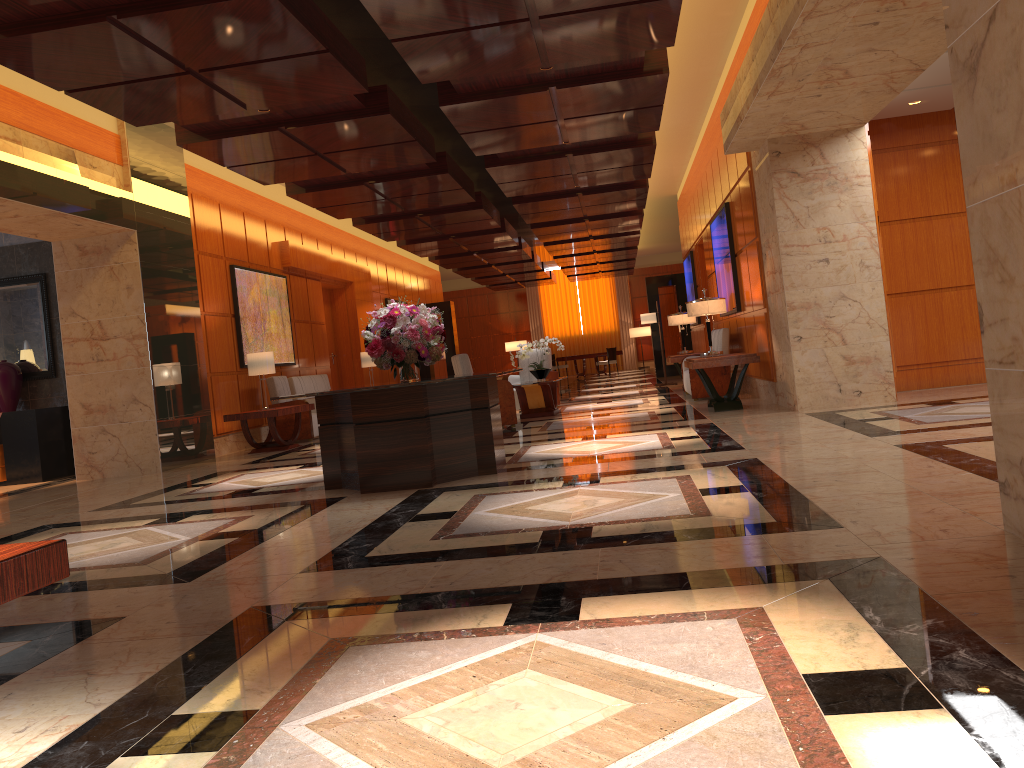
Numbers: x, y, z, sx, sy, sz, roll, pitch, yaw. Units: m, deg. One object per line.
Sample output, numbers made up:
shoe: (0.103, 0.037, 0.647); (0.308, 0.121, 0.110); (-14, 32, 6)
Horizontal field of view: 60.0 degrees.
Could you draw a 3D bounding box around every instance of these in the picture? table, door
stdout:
table: (-0.755, 0.349, 6.841); (1.599, 0.745, 1.601); (-6, 1, 7)
table: (2.422, -0.019, 10.218); (0.725, 0.607, 1.271); (-6, 1, 7)
table: (2.933, -0.187, 14.409); (0.725, 0.607, 1.271); (-6, 1, 7)
door: (-3.476, -0.578, 17.066); (0.340, 2.652, 1.500); (-6, 0, 7)
table: (0.364, 0.207, 12.473); (0.722, 0.496, 1.561); (-6, 1, 10)
table: (-3.107, 0.591, 11.516); (0.724, 0.534, 1.168); (-6, 1, 10)
door: (3.772, -1.356, 16.201); (0.340, 2.652, 1.538); (-6, 0, 7)
table: (-1.571, 0.682, 1.662); (1.167, 0.534, 0.725); (-6, 1, 7)
table: (2.572, -0.616, 29.028); (2.110, 0.742, 0.782); (-7, 1, -22)

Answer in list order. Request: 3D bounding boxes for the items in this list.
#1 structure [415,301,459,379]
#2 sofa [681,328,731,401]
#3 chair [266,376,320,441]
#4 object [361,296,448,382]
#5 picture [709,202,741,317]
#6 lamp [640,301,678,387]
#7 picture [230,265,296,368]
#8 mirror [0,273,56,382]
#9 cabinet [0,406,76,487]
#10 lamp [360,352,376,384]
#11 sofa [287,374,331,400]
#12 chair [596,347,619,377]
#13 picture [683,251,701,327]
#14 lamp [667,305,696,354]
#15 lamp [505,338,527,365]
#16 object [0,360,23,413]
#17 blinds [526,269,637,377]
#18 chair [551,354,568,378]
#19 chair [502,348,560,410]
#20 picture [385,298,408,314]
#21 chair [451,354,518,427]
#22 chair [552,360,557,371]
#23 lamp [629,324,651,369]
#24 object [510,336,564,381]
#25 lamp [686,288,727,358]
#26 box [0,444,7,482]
structure: (-1.888, -0.827, 22.769); (0.985, 2.499, 0.500); (-6, -1, 7)
sofa: (2.773, -0.298, 12.707); (0.612, 0.932, 1.800); (-6, 1, 8)
chair: (-3.089, 0.337, 12.708); (0.628, 0.961, 0.738); (-6, 0, 6)
object: (-0.831, -0.350, 6.869); (0.650, 0.658, 0.680); (-6, 0, -2)
picture: (3.032, -1.716, 12.667); (0.056, 1.452, 1.998); (-6, 1, 7)
lamp: (2.827, -0.780, 17.229); (0.527, 1.661, 0.359); (-6, -1, -3)
picture: (-3.731, -0.987, 13.393); (0.056, 1.452, 1.998); (-6, 1, 7)
mirror: (-6.707, -0.647, 11.309); (1.766, 1.339, 0.029); (-6, -1, 7)
cabinet: (-6.589, 0.827, 10.925); (2.189, 0.868, 0.784); (-6, 0, 7)
lamp: (0.888, -0.478, 11.107); (0.335, 0.735, 12.972); (-6, 1, -34)
sofa: (-3.004, 0.297, 14.326); (0.612, 0.932, 1.800); (-6, 1, 8)
chair: (3.058, -0.708, 28.140); (0.585, 0.894, 0.575); (-6, 0, -40)
picture: (3.741, -1.948, 18.484); (0.056, 1.452, 1.998); (-6, 1, 7)
lamp: (2.795, -0.894, 14.494); (0.459, 0.794, 0.457); (-6, 0, -31)
lamp: (0.211, -0.913, 33.186); (0.812, 1.661, 0.809); (-6, 0, -43)
object: (-6.569, 0.056, 11.049); (0.861, 0.652, 0.520); (-6, 0, 6)
blinds: (2.589, -2.400, 33.533); (3.851, 4.066, 0.149); (-6, -1, 7)
chair: (1.539, -0.595, 30.215); (0.575, 0.894, 0.585); (-6, 0, 35)
chair: (0.295, -0.071, 13.986); (0.736, 0.961, 0.629); (-6, 0, 26)
picture: (-2.731, -1.315, 21.594); (0.056, 1.452, 1.998); (-6, 1, 7)
chair: (-0.360, 0.079, 11.061); (0.629, 0.961, 0.737); (-6, 0, -14)
chair: (1.075, -0.513, 29.045); (0.585, 0.894, 0.575); (-6, 0, -45)
lamp: (4.793, -1.405, 32.628); (0.812, 1.661, 0.809); (-6, 0, -43)
object: (0.373, -0.358, 12.591); (0.789, 0.617, 0.417); (-6, 0, -16)
lamp: (2.293, -0.721, 10.370); (0.458, 0.810, 0.459); (-6, 0, 16)
box: (-6.589, 0.995, 10.779); (1.131, 0.428, 0.489); (-6, 1, 7)
